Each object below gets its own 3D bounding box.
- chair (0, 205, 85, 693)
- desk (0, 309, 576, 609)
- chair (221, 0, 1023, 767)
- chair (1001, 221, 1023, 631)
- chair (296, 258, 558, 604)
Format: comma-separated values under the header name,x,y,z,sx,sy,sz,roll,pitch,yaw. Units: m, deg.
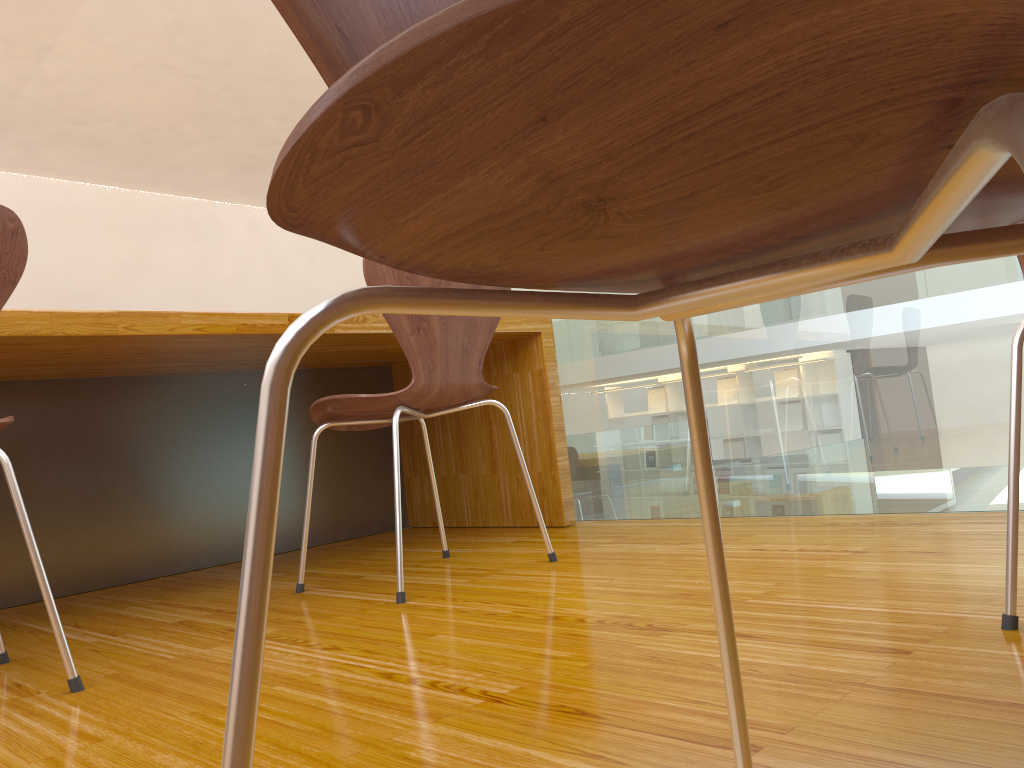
name,x,y,z,sx,sy,sz,roll,pitch,yaw
chair,-0.914,0.117,1.237,0.428,0.693,0.381,-4,-4,-44
desk,-1.525,0.354,1.964,3.243,0.785,1.527,-4,-4,-44
chair,0.107,-0.042,0.371,0.428,0.693,0.381,-4,-4,-44
chair,0.801,-0.087,1.049,0.428,0.693,0.381,-4,-4,-44
chair,-0.220,0.072,1.915,0.428,0.693,0.381,-4,-4,-44
